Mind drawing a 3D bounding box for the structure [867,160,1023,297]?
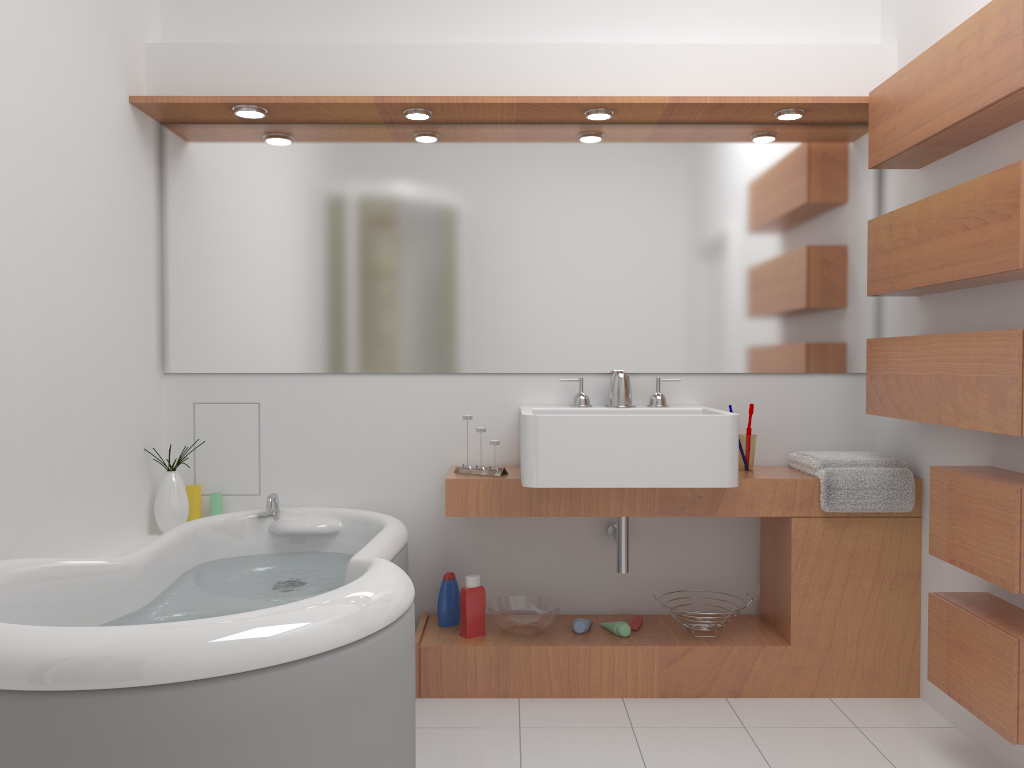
[{"bbox_3d":[1.234,-0.395,2.441,0.165,0.245,0.860,0,1,0],"label":"structure"}]

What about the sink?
[{"bbox_3d":[0.358,0.294,2.922,0.657,0.673,0.552,0,1,0],"label":"sink"}]

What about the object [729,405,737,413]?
[{"bbox_3d":[0.781,0.186,3.050,0.070,0.228,0.016,1,2,25],"label":"object"}]

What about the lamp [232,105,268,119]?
[{"bbox_3d":[-0.877,-0.912,2.969,0.113,0.021,0.113,-1,2,-29],"label":"lamp"}]

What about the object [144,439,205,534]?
[{"bbox_3d":[-1.155,0.360,3.053,0.154,0.326,0.215,1,2,31],"label":"object"}]

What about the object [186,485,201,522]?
[{"bbox_3d":[-1.136,0.442,3.163,0.047,0.162,0.047,1,2,26],"label":"object"}]

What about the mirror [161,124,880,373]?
[{"bbox_3d":[0.028,-0.484,3.176,2.600,0.887,0.022,0,1,0],"label":"mirror"}]

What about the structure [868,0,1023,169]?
[{"bbox_3d":[1.234,-0.805,2.431,0.165,0.245,0.860,0,1,0],"label":"structure"}]

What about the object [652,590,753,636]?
[{"bbox_3d":[0.642,0.777,2.997,0.291,0.126,0.291,-1,2,-42],"label":"object"}]

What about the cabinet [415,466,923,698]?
[{"bbox_3d":[0.497,0.658,3.021,1.635,0.719,0.355,0,1,0],"label":"cabinet"}]

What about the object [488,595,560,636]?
[{"bbox_3d":[0.040,0.794,3.010,0.245,0.090,0.245,-1,2,-28],"label":"object"}]

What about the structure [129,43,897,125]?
[{"bbox_3d":[0.025,-1.040,3.032,2.606,0.240,0.287,0,1,0],"label":"structure"}]

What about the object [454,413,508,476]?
[{"bbox_3d":[-0.104,0.200,2.970,0.182,0.203,0.059,1,2,30],"label":"object"}]

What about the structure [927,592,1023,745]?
[{"bbox_3d":[1.234,0.703,2.246,0.165,0.245,0.417,0,1,0],"label":"structure"}]

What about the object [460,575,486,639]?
[{"bbox_3d":[-0.131,0.743,2.959,0.079,0.207,0.046,-1,2,-35],"label":"object"}]

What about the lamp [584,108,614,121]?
[{"bbox_3d":[0.294,-0.913,3.002,0.098,0.018,0.098,1,2,20],"label":"lamp"}]

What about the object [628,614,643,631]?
[{"bbox_3d":[0.425,0.830,3.072,0.042,0.037,0.133,0,2,19],"label":"object"}]

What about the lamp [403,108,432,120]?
[{"bbox_3d":[-0.319,-0.913,3.001,0.098,0.018,0.098,1,2,20],"label":"lamp"}]

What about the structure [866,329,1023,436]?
[{"bbox_3d":[1.234,-0.014,2.450,0.165,0.245,0.860,0,1,0],"label":"structure"}]

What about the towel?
[{"bbox_3d":[1.131,0.322,2.986,0.272,0.140,0.359,0,1,0],"label":"towel"}]

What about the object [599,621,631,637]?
[{"bbox_3d":[0.350,0.818,3.023,0.059,0.052,0.187,0,1,-16],"label":"object"}]

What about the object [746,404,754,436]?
[{"bbox_3d":[0.820,0.184,3.066,0.016,0.231,0.052,1,2,39],"label":"object"}]

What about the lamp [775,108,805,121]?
[{"bbox_3d":[0.941,-0.913,3.004,0.098,0.018,0.098,-1,2,-21],"label":"lamp"}]

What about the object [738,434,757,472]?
[{"bbox_3d":[0.799,0.240,3.042,0.076,0.130,0.076,1,2,43],"label":"object"}]

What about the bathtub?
[{"bbox_3d":[-0.733,0.708,2.282,1.055,0.674,1.863,0,1,0],"label":"bathtub"}]

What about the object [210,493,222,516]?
[{"bbox_3d":[-1.055,0.455,3.164,0.038,0.133,0.038,1,2,33],"label":"object"}]

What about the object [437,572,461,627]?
[{"bbox_3d":[-0.217,0.747,3.074,0.092,0.190,0.044,-1,2,-33],"label":"object"}]

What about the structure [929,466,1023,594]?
[{"bbox_3d":[1.234,0.353,2.238,0.165,0.245,0.417,0,1,0],"label":"structure"}]

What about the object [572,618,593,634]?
[{"bbox_3d":[0.243,0.818,3.061,0.059,0.052,0.187,0,1,11],"label":"object"}]
